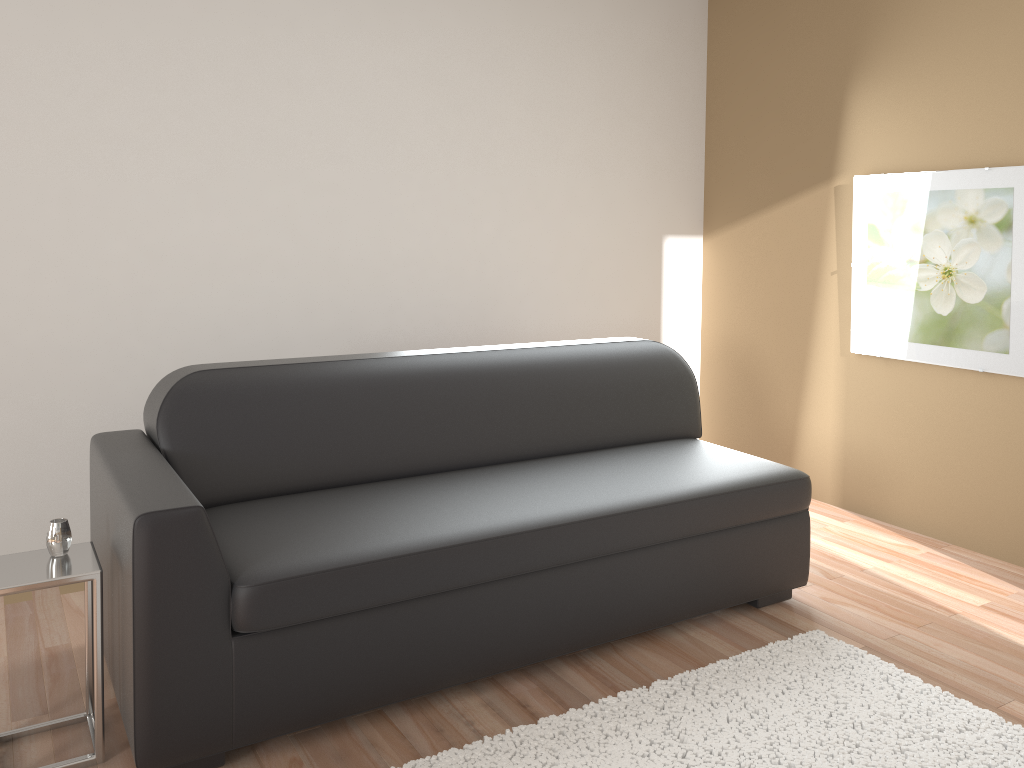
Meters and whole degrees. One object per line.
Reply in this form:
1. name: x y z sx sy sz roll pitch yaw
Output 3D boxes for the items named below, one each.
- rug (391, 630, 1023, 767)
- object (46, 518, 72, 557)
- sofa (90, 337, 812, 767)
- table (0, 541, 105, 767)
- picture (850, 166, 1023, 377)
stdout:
1. rug: 0.469 0.980 1.690 2.030 0.045 1.464 -5 11 -31
2. object: -1.124 0.381 2.184 0.058 0.086 0.058 3 6 29
3. sofa: -0.099 0.357 2.905 2.264 0.828 0.960 -5 8 -31
4. table: -1.135 0.667 2.136 0.239 0.466 0.229 -2 5 -31
5. picture: 1.778 -0.489 3.712 0.019 0.810 0.823 -1 6 -31
